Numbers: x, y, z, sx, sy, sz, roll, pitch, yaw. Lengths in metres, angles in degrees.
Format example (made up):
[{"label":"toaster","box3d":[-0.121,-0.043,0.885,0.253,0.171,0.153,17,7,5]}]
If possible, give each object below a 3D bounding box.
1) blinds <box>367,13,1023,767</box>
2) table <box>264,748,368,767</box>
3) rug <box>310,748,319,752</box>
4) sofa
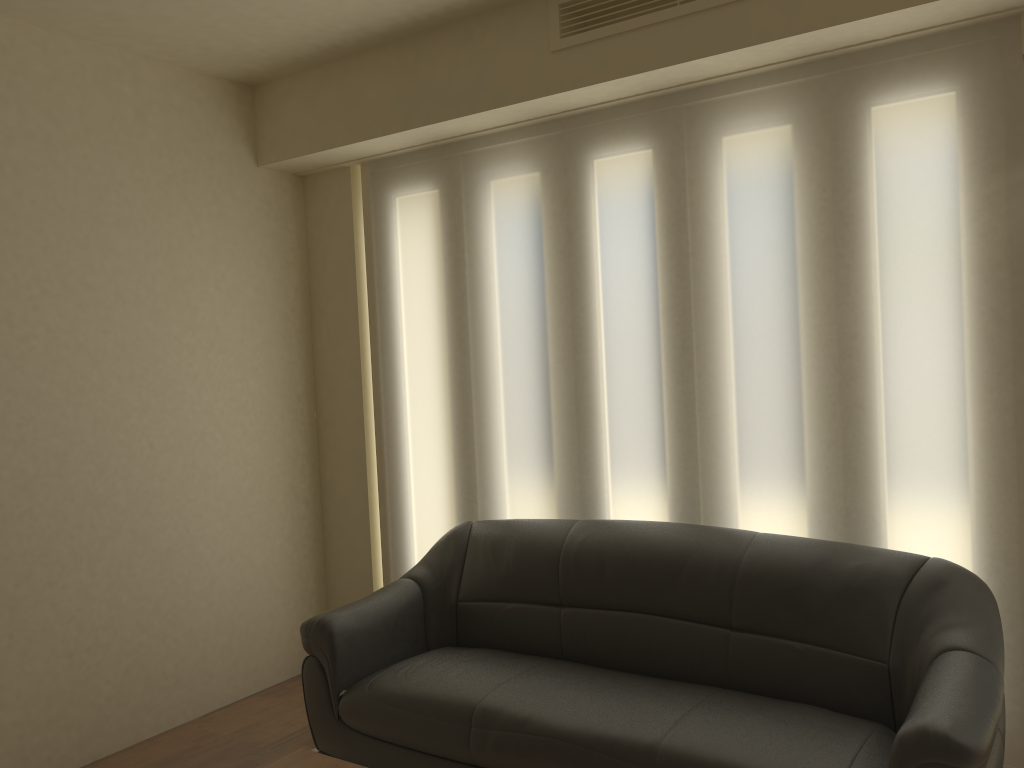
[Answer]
[{"label":"blinds","box3d":[0.508,0.079,3.649,2.830,2.453,0.002,-2,2,34]},{"label":"table","box3d":[-0.391,1.308,1.809,1.213,0.482,1.045,-2,2,34]},{"label":"rug","box3d":[0.024,1.529,1.753,3.592,0.011,2.482,-2,2,34]},{"label":"sofa","box3d":[0.387,1.005,3.082,2.337,0.918,0.944,-2,2,34]}]
